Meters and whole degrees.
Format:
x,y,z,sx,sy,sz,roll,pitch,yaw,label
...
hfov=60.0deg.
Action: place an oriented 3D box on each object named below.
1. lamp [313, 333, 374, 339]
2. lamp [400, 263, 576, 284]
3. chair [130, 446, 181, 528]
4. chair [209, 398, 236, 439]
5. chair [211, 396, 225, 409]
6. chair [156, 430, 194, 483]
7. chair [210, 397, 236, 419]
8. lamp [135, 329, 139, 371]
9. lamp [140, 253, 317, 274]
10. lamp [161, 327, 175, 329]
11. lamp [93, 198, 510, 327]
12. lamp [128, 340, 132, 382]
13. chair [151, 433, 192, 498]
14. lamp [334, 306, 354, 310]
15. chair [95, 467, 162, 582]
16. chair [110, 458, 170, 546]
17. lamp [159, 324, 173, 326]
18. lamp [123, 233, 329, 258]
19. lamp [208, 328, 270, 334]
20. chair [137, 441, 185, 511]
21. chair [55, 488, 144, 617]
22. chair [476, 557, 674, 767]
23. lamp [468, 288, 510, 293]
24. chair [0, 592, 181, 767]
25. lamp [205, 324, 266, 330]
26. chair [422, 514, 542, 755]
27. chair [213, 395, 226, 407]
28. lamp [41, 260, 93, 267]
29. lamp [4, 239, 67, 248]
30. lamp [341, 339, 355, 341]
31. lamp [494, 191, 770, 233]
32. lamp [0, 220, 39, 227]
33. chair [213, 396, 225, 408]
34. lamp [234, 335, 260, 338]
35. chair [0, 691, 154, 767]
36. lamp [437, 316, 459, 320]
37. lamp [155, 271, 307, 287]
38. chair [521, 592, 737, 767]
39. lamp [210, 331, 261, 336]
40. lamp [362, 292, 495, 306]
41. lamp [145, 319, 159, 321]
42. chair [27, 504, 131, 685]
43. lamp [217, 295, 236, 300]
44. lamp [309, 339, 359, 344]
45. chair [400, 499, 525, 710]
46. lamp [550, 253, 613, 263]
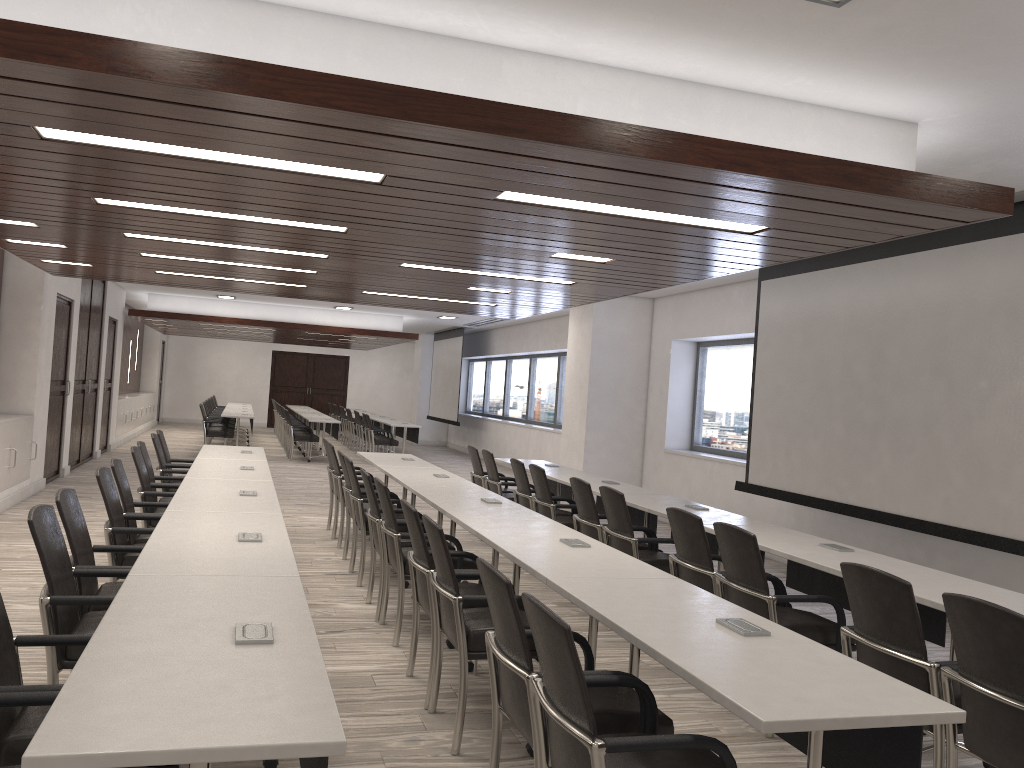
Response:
x,y,z,sx,sy,sz,roll,pitch,yaw,label
-3.534,-1.027,18.409,1.496,0.045,0.236,4,-1,-17,lamp
-0.184,-0.935,7.349,1.496,0.045,0.236,4,-1,-17,lamp
-2.434,0.933,6.392,0.638,0.939,0.513,4,-1,-17,chair
-6.839,0.811,20.930,0.638,0.939,0.513,4,-1,-18,chair
-7.292,0.798,22.385,0.638,0.939,0.513,4,-1,-16,chair
-3.039,0.916,8.353,0.638,0.939,0.513,4,-1,-17,chair
-7.139,0.803,21.882,0.638,0.939,0.513,4,-1,-18,chair
-9.518,-0.864,22.375,0.094,1.058,0.236,4,-1,-17,lamp
-2.470,-1.084,7.805,1.496,0.045,0.236,4,-1,-17,lamp
-7.806,-1.297,20.101,0.464,0.045,0.236,4,-1,-17,lamp
-1.066,-1.189,12.206,1.469,0.552,14.295,4,-1,6,lamp
-9.157,-0.536,21.108,0.094,1.058,0.236,4,-1,-17,lamp
-2.885,0.920,7.846,0.638,0.939,0.513,4,-1,-18,chair
-3.208,-1.501,16.926,0.324,0.120,0.519,4,-1,-17,lamp
-1.994,0.945,4.932,0.638,0.939,0.513,4,-1,-16,chair
-2.148,0.941,5.440,0.638,0.939,0.513,4,-1,-18,chair
-7.424,-1.286,18.838,0.464,0.045,0.236,4,-1,-17,lamp
-2.151,-1.076,6.752,1.496,0.045,0.236,4,-1,-17,lamp
-5.948,-1.180,19.286,1.496,0.045,0.236,4,-1,-17,lamp
-2.600,0.928,6.886,0.638,0.939,0.513,4,-1,-18,chair
-1.720,0.952,3.984,0.638,0.939,0.513,4,-1,-17,chair
0.181,1.069,2.972,0.638,0.939,0.513,4,-1,-17,chair
-0.214,-0.923,8.489,0.421,0.046,0.236,4,-1,-17,lamp
-1.269,0.965,2.537,0.638,0.939,0.513,4,-1,-17,chair
-5.501,-1.168,17.812,1.496,0.045,0.236,4,-1,-17,lamp
-0.102,1.061,3.921,0.638,0.939,0.513,4,-1,-17,chair
-7.727,0.787,23.840,0.638,0.939,0.513,4,-1,-16,chair
-4.329,-1.201,8.620,0.464,0.045,0.236,4,-1,-17,lamp
-3.946,-1.190,7.357,0.464,0.045,0.236,4,-1,-17,lamp
-3.692,-1.018,19.971,0.421,0.046,0.236,4,-1,-17,lamp
0.629,-1.097,10.289,1.499,0.552,12.001,4,-1,0,lamp
-3.627,-1.182,6.304,0.464,0.045,0.236,4,-1,-17,lamp
-7.572,0.791,23.339,0.638,0.939,0.513,4,-1,-17,chair
-6.649,-1.200,21.602,1.496,0.045,0.236,4,-1,-17,lamp
-1.128,0.968,2.033,0.638,0.939,0.513,4,-1,-17,chair
-1.269,-1.362,17.514,0.324,0.120,0.519,4,-1,-17,lamp
-2.853,-1.095,9.068,1.496,0.045,0.236,4,-1,-17,lamp
0.332,1.073,2.478,0.638,0.939,0.513,4,-1,-17,chair
-6.330,-1.191,20.549,1.496,0.045,0.236,4,-1,-17,lamp
-0.885,-0.954,9.665,1.496,0.045,0.236,4,-1,-17,lamp
-6.977,-1.274,17.364,0.464,0.045,0.236,4,-1,-17,lamp
-1.559,0.957,3.474,0.638,0.939,0.513,4,-1,-17,chair
-5.249,-1.648,16.306,0.324,0.120,0.519,4,-1,-17,lamp
-4.363,-1.050,21.146,1.496,0.045,0.236,4,-1,-17,lamp
-0.262,1.056,4.416,0.638,0.939,0.513,4,-1,-17,chair
0.487,-0.903,6.173,0.421,0.046,0.236,4,-1,-17,lamp
